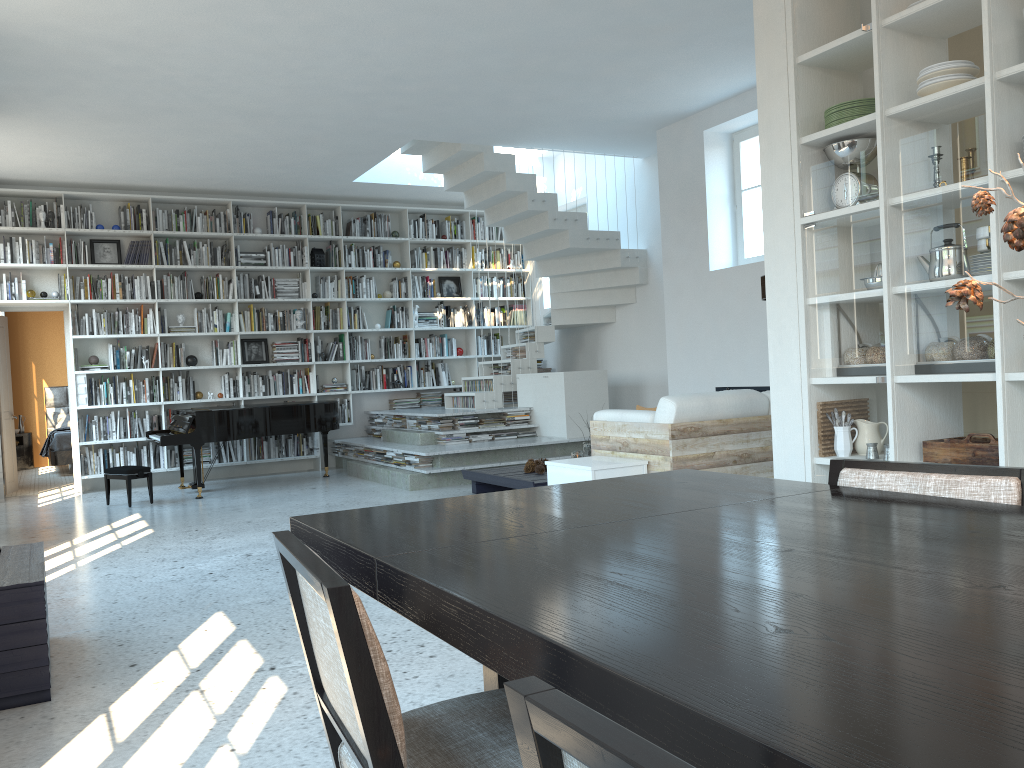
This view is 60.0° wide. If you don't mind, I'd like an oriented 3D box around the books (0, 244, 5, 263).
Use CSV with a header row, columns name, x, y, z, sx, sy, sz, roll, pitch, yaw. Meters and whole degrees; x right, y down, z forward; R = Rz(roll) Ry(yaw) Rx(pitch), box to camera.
name,x,y,z,sx,sy,sz,roll,pitch,yaw
books,-5.188,-1.308,9.026,0.034,0.218,0.166,-4,1,-28

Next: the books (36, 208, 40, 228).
name,x,y,z,sx,sy,sz,roll,pitch,yaw
books,-4.905,-1.696,9.179,0.021,0.226,0.156,-4,1,-28

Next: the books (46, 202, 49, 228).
name,x,y,z,sx,sy,sz,roll,pitch,yaw
books,-4.830,-1.734,9.226,0.013,0.292,0.154,-4,1,-28

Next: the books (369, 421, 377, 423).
name,x,y,z,sx,sy,sz,roll,pitch,yaw
books,-1.634,0.463,10.841,0.175,0.017,0.265,-3,1,-25

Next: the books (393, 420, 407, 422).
name,x,y,z,sx,sy,sz,roll,pitch,yaw
books,-1.220,0.412,10.062,0.179,0.017,0.293,-3,1,-27

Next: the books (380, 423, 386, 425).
name,x,y,z,sx,sy,sz,roll,pitch,yaw
books,-1.476,0.470,10.596,0.131,0.021,0.240,-3,1,-26

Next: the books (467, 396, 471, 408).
name,x,y,z,sx,sy,sz,roll,pitch,yaw
books,-0.454,0.204,10.083,0.125,0.125,0.008,-3,1,-28

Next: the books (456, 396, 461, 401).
name,x,y,z,sx,sy,sz,roll,pitch,yaw
books,-0.588,0.208,10.335,0.125,0.125,0.008,-3,1,-28

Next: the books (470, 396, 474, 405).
name,x,y,z,sx,sy,sz,roll,pitch,yaw
books,-0.413,0.202,10.005,0.125,0.125,0.011,-3,1,-28

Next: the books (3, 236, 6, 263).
name,x,y,z,sx,sy,sz,roll,pitch,yaw
books,-5.171,-1.348,9.038,0.011,0.296,0.162,-4,1,-28

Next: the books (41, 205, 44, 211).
name,x,y,z,sx,sy,sz,roll,pitch,yaw
books,-4.863,-1.712,9.197,0.021,0.253,0.179,-4,1,-28

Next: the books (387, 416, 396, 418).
name,x,y,z,sx,sy,sz,roll,pitch,yaw
books,-1.346,0.378,10.320,0.149,0.013,0.220,-3,1,-25

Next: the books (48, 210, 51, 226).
name,x,y,z,sx,sy,sz,roll,pitch,yaw
books,-4.809,-1.691,9.231,0.023,0.205,0.146,-4,1,-28

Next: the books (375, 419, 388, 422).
name,x,y,z,sx,sy,sz,roll,pitch,yaw
books,-1.505,0.429,10.580,0.189,0.030,0.237,-3,1,-31

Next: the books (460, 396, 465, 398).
name,x,y,z,sx,sy,sz,roll,pitch,yaw
books,-0.534,0.206,10.233,0.125,0.125,0.008,-3,1,-28

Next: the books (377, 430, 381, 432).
name,x,y,z,sx,sy,sz,roll,pitch,yaw
books,-1.515,0.561,10.590,0.137,0.018,0.200,-3,1,-32

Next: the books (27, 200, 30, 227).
name,x,y,z,sx,sy,sz,roll,pitch,yaw
books,-4.978,-1.731,9.134,0.014,0.304,0.145,-4,1,-28

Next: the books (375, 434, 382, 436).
name,x,y,z,sx,sy,sz,roll,pitch,yaw
books,-1.519,0.603,10.588,0.160,0.014,0.268,-3,1,-29

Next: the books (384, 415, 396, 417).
name,x,y,z,sx,sy,sz,roll,pitch,yaw
books,-1.358,0.365,10.314,0.164,0.015,0.243,-3,1,-33

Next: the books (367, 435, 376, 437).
name,x,y,z,sx,sy,sz,roll,pitch,yaw
books,-1.665,0.628,10.863,0.163,0.019,0.187,-3,1,-29

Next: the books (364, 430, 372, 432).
name,x,y,z,sx,sy,sz,roll,pitch,yaw
books,-1.678,0.568,10.857,0.184,0.006,0.262,-3,1,-27

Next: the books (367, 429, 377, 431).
name,x,y,z,sx,sy,sz,roll,pitch,yaw
books,-1.672,0.560,10.860,0.159,0.009,0.210,-3,1,-24

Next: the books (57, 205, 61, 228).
name,x,y,z,sx,sy,sz,roll,pitch,yaw
books,-4.732,-1.723,9.270,0.025,0.259,0.138,-4,1,-28

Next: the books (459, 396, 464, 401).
name,x,y,z,sx,sy,sz,roll,pitch,yaw
books,-0.548,0.206,10.261,0.125,0.125,0.009,-3,1,-28

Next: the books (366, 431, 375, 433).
name,x,y,z,sx,sy,sz,roll,pitch,yaw
books,-1.666,0.582,10.863,0.158,0.012,0.278,-3,1,-29

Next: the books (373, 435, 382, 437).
name,x,y,z,sx,sy,sz,roll,pitch,yaw
books,-1.534,0.615,10.580,0.186,0.009,0.261,-3,1,-25

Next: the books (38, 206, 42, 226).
name,x,y,z,sx,sy,sz,roll,pitch,yaw
books,-4.879,-1.706,9.178,0.025,0.244,0.167,-4,1,-28

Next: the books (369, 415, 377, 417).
name,x,y,z,sx,sy,sz,roll,pitch,yaw
books,-1.631,0.386,10.843,0.159,0.011,0.246,-3,1,-31

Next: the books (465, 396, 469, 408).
name,x,y,z,sx,sy,sz,roll,pitch,yaw
books,-0.480,0.204,10.131,0.125,0.125,0.007,-3,1,-28

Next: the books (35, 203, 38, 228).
name,x,y,z,sx,sy,sz,roll,pitch,yaw
books,-4.922,-1.720,9.171,0.013,0.275,0.158,-4,1,-28

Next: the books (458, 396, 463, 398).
name,x,y,z,sx,sy,sz,roll,pitch,yaw
books,-0.559,0.207,10.282,0.125,0.125,0.008,-3,1,-28

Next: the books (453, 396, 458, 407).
name,x,y,z,sx,sy,sz,roll,pitch,yaw
books,-0.633,0.209,10.420,0.125,0.125,0.010,-3,1,-28

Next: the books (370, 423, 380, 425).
name,x,y,z,sx,sy,sz,roll,pitch,yaw
books,-1.626,0.480,10.846,0.163,0.017,0.232,-3,1,-26

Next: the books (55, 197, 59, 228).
name,x,y,z,sx,sy,sz,roll,pitch,yaw
books,-4.748,-1.761,9.254,0.014,0.338,0.168,-4,1,-28

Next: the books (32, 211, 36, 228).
name,x,y,z,sx,sy,sz,roll,pitch,yaw
books,-4.933,-1.675,9.158,0.024,0.187,0.159,-4,1,-28

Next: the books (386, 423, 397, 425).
name,x,y,z,sx,sy,sz,roll,pitch,yaw
books,-1.351,0.459,10.317,0.164,0.023,0.242,-3,1,-24

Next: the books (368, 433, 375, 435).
name,x,y,z,sx,sy,sz,roll,pitch,yaw
books,-1.658,0.607,10.867,0.147,0.014,0.292,-3,1,-28

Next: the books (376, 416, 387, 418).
name,x,y,z,sx,sy,sz,roll,pitch,yaw
books,-1.492,0.386,10.587,0.163,0.018,0.289,-3,1,-29

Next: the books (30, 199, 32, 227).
name,x,y,z,sx,sy,sz,roll,pitch,yaw
books,-4.964,-1.737,9.153,0.029,0.314,0.129,-4,1,-28

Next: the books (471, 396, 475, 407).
name,x,y,z,sx,sy,sz,roll,pitch,yaw
books,-0.401,0.202,9.984,0.125,0.125,0.008,-3,1,-28

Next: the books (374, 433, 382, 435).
name,x,y,z,sx,sy,sz,roll,pitch,yaw
books,-1.531,0.588,10.582,0.180,0.017,0.182,-3,1,-31

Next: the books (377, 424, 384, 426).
name,x,y,z,sx,sy,sz,roll,pitch,yaw
books,-1.491,0.490,10.587,0.173,0.017,0.233,-3,1,-29

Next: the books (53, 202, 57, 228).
name,x,y,z,sx,sy,sz,roll,pitch,yaw
books,-4.765,-1.734,9.251,0.022,0.286,0.175,-4,1,-28

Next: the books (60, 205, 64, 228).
name,x,y,z,sx,sy,sz,roll,pitch,yaw
books,-4.692,-1.721,9.249,0.024,0.252,0.235,-4,1,-28

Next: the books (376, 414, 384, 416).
name,x,y,z,sx,sy,sz,roll,pitch,yaw
books,-1.502,0.360,10.582,0.171,0.020,0.193,-3,1,-33

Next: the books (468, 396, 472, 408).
name,x,y,z,sx,sy,sz,roll,pitch,yaw
books,-0.439,0.203,10.055,0.125,0.125,0.010,-3,1,-28

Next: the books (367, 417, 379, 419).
name,x,y,z,sx,sy,sz,roll,pitch,yaw
books,-1.639,0.408,10.839,0.171,0.015,0.253,-3,1,-33

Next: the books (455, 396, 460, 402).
name,x,y,z,sx,sy,sz,roll,pitch,yaw
books,-0.602,0.208,10.362,0.125,0.125,0.009,-3,1,-28

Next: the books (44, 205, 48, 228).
name,x,y,z,sx,sy,sz,roll,pitch,yaw
books,-4.841,-1.716,9.206,0.027,0.259,0.147,-4,1,-28

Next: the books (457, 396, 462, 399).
name,x,y,z,sx,sy,sz,roll,pitch,yaw
books,-0.573,0.207,10.308,0.125,0.125,0.007,-3,1,-28

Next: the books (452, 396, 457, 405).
name,x,y,z,sx,sy,sz,roll,pitch,yaw
books,-0.644,0.209,10.441,0.125,0.125,0.007,-3,1,-28

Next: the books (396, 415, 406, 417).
name,x,y,z,sx,sy,sz,roll,pitch,yaw
books,-1.213,0.355,10.065,0.139,0.028,0.261,-3,1,-23

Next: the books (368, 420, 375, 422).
name,x,y,z,sx,sy,sz,roll,pitch,yaw
books,-1.631,0.448,10.843,0.179,0.012,0.261,-3,1,-28

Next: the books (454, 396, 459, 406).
name,x,y,z,sx,sy,sz,roll,pitch,yaw
books,-0.618,0.208,10.391,0.125,0.125,0.008,-3,1,-28

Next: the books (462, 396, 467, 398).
name,x,y,z,sx,sy,sz,roll,pitch,yaw
books,-0.508,0.205,10.185,0.125,0.125,0.009,-3,1,-28

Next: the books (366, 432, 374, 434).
name,x,y,z,sx,sy,sz,roll,pitch,yaw
books,-1.668,0.594,10.862,0.170,0.012,0.215,-3,1,-28

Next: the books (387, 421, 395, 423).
name,x,y,z,sx,sy,sz,roll,pitch,yaw
books,-1.342,0.437,10.322,0.154,0.018,0.221,-3,1,-29

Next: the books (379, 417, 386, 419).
name,x,y,z,sx,sy,sz,roll,pitch,yaw
books,-1.491,0.401,10.588,0.143,0.012,0.264,-3,1,-23

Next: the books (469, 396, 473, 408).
name,x,y,z,sx,sy,sz,roll,pitch,yaw
books,-0.428,0.203,10.034,0.125,0.125,0.008,-3,1,-28
